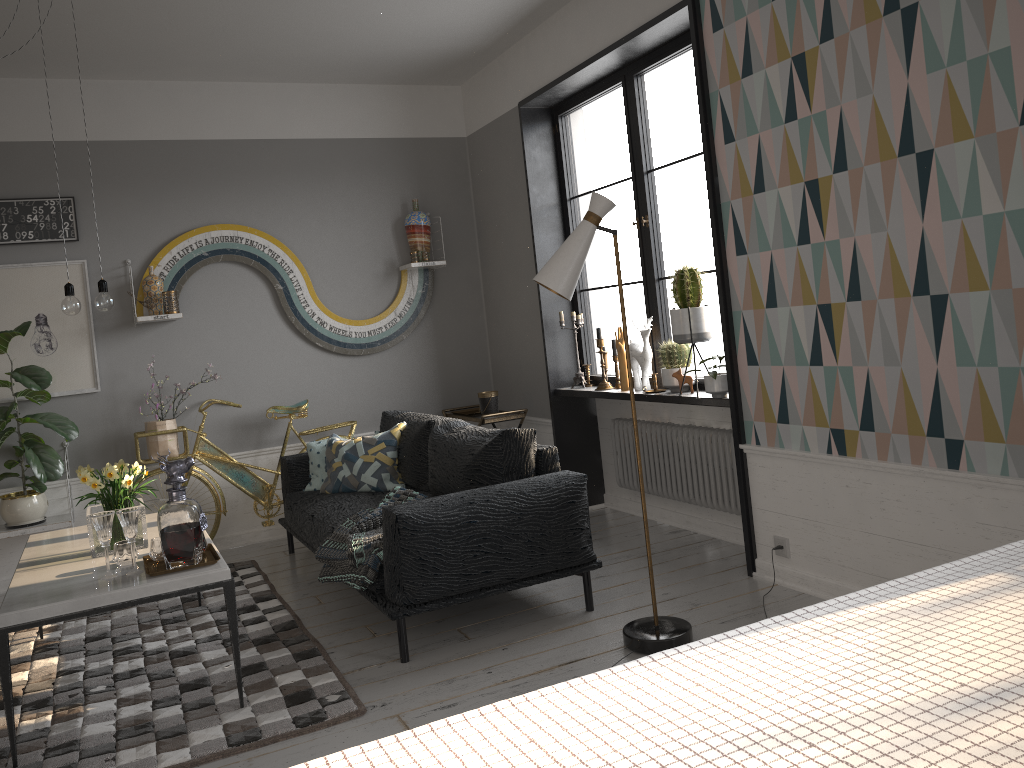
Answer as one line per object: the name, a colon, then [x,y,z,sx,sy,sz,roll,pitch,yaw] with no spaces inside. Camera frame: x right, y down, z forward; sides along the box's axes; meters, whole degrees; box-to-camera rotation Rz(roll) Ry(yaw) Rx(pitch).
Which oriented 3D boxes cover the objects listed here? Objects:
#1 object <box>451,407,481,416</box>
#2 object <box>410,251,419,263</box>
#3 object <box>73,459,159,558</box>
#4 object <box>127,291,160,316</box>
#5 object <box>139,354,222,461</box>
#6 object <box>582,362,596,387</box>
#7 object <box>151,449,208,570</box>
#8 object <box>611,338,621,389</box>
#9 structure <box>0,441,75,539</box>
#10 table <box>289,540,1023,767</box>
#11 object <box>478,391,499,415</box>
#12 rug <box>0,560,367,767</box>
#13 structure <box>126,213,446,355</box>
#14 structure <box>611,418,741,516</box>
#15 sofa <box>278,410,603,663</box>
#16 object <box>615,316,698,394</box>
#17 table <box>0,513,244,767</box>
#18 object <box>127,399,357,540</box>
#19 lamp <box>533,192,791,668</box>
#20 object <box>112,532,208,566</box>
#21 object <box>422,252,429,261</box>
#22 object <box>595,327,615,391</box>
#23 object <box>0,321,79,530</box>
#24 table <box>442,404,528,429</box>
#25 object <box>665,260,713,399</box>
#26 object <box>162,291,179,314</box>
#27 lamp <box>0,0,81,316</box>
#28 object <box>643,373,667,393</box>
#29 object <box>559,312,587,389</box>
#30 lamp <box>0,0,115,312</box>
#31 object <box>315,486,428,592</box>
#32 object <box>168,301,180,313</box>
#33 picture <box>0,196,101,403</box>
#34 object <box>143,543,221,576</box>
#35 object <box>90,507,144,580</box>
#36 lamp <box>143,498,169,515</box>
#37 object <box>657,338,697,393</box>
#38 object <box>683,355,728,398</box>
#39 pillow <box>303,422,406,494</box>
object: [-0.260,0.191,6.131,0.247,0.015,0.318,-8,5,-25]
object: [-0.668,-0.865,6.058,0.060,0.079,0.060,-7,2,-36]
object: [-1.601,0.489,3.587,0.326,0.351,0.351,-7,2,-23]
object: [-2.207,-0.485,5.309,0.197,0.166,0.060,-6,1,9]
object: [-2.011,0.125,5.361,0.488,0.641,0.253,-6,1,-7]
object: [0.474,-0.060,5.528,0.085,0.151,0.084,-7,1,-21]
object: [-1.192,0.442,3.174,0.156,0.417,0.148,-6,1,-6]
object: [0.607,-0.122,5.156,0.075,0.300,0.076,-6,1,6]
structure: [-3.817,0.761,4.576,2.784,0.486,0.307,-8,2,-25]
table: [0.279,0.786,0.790,2.031,0.783,0.930,-8,3,-25]
object: [-0.153,0.133,5.794,0.141,0.160,0.139,-6,2,13]
rug: [-1.791,1.175,3.723,1.775,0.034,2.524,-8,5,-25]
structure: [-1.392,-0.618,5.779,2.028,0.955,0.266,-8,1,-25]
structure: [0.909,0.431,4.868,0.149,0.427,1.222,-6,4,-27]
sofa: [-0.546,0.605,4.533,0.973,0.796,2.338,-7,4,-25]
object: [0.749,-0.156,4.737,0.135,0.409,0.662,-6,3,-24]
table: [-1.580,0.921,3.584,0.734,0.510,1.455,-7,4,-25]
object: [-1.607,0.548,5.554,1.632,0.969,0.425,-8,2,-34]
lamp: [0.696,0.098,3.271,1.250,1.701,0.678,-7,1,-27]
object: [-1.316,0.616,3.309,0.245,0.087,0.280,-3,5,43]
object: [-0.593,-0.873,6.056,0.050,0.058,0.050,-7,2,-35]
object: [0.528,-0.154,5.199,0.123,0.375,0.123,-6,1,-20]
object: [-2.786,0.230,5.011,0.566,1.149,0.417,-6,1,14]
table: [-0.163,0.507,5.994,0.340,0.679,0.741,-7,2,-25]
object: [0.874,-0.275,4.303,0.235,0.670,0.229,-6,1,36]
object: [-2.079,-0.493,5.384,0.086,0.139,0.085,-7,2,-32]
lamp: [-2.250,-0.963,3.072,0.074,1.535,1.402,-6,2,34]
object: [0.762,-0.005,4.724,0.123,0.099,0.123,-6,3,-2]
object: [0.384,-0.217,5.492,0.144,0.490,0.162,-6,1,11]
lamp: [-2.112,-0.978,3.070,0.074,1.535,1.402,-6,2,34]
object: [-0.551,0.679,3.861,0.492,0.328,0.665,-8,4,-30]
object: [-2.088,-0.470,5.465,0.062,0.081,0.062,-5,2,41]
picture: [-4.987,0.021,2.003,7.315,1.793,4.036,-8,4,-25]
object: [-1.208,0.641,3.228,0.247,0.015,0.318,-8,5,-25]
object: [-1.393,0.564,3.133,0.168,0.227,0.082,-6,1,-14]
lamp: [-2.062,0.894,5.101,0.432,0.437,0.433,-6,2,6]
object: [0.864,-0.102,4.615,0.234,0.283,0.214,-5,2,39]
object: [0.949,-0.036,4.137,0.247,0.203,0.170,-7,2,-23]
pillow: [-0.876,0.421,5.072,0.445,0.362,0.796,-9,4,-43]
